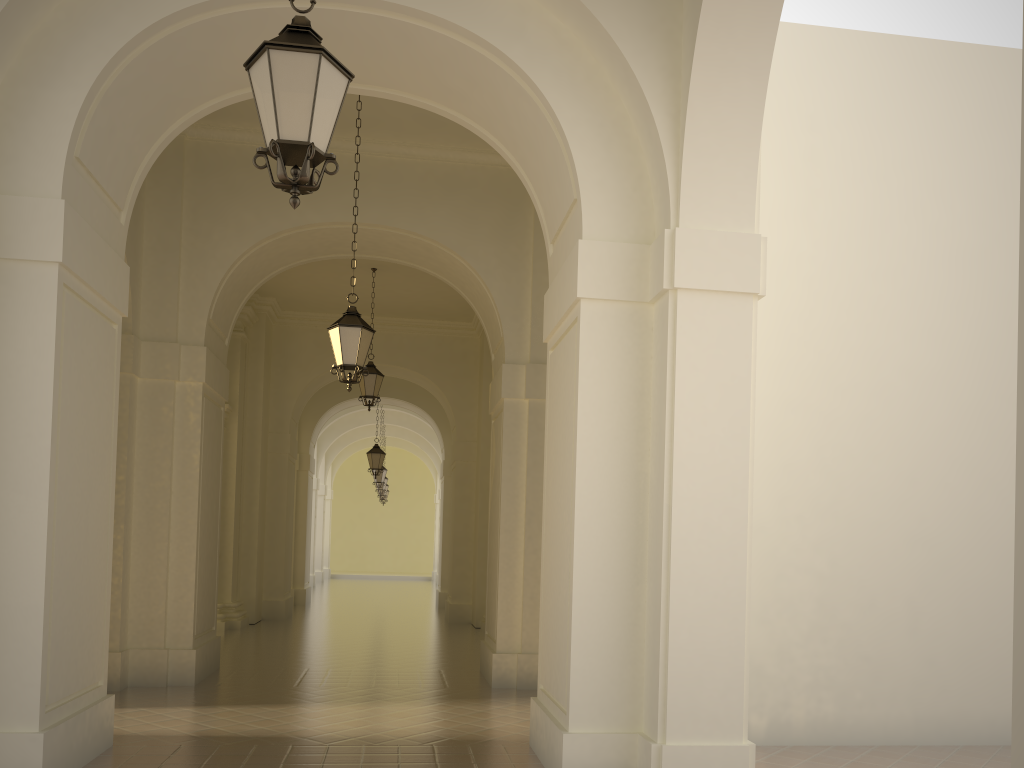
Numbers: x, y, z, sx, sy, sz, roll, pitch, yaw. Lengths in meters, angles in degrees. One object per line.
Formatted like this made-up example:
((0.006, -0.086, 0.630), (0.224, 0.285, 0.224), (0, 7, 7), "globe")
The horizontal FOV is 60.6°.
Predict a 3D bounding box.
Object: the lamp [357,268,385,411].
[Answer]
((-2.494, -0.784, 15.556), (0.442, 2.553, 0.513), (1, -2, 22), "lamp")

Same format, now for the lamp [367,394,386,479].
((-3.369, 0.744, 21.942), (0.444, 3.294, 0.510), (3, -2, -37), "lamp")

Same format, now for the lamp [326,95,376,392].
((-1.638, -1.558, 9.115), (0.444, 3.294, 0.510), (3, -2, -37), "lamp")

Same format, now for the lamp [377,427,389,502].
((-5.077, 3.016, 34.599), (0.510, 3.294, 0.444), (2, -2, -8), "lamp")

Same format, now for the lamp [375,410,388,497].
((-4.565, 2.335, 30.808), (0.510, 3.294, 0.444), (2, -2, -8), "lamp")

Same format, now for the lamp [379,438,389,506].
((-5.586, 3.692, 38.368), (0.510, 3.294, 0.444), (2, -2, -8), "lamp")

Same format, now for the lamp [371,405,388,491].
((-4.044, 1.642, 26.946), (0.510, 3.294, 0.444), (2, -2, -8), "lamp")

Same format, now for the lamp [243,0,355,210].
((-0.962, -2.456, 4.111), (0.510, 3.294, 0.444), (2, -2, -8), "lamp")
